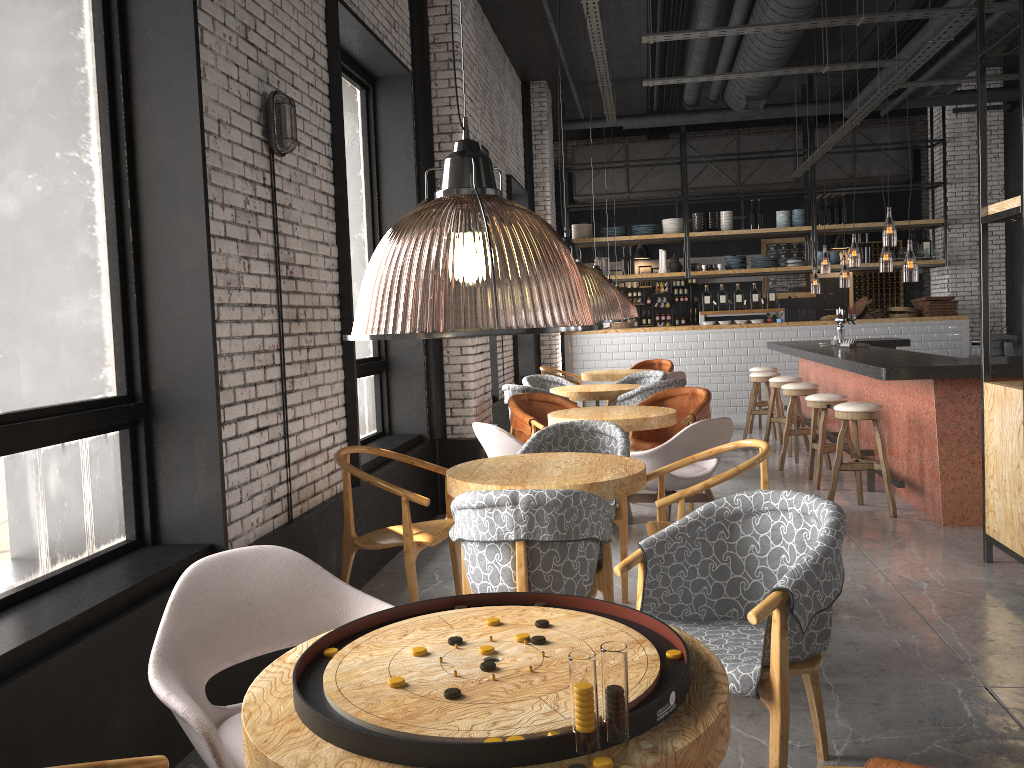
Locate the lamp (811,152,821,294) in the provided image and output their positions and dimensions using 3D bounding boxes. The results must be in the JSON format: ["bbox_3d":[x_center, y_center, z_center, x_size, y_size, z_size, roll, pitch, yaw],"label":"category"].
[{"bbox_3d":[3.417,-1.818,10.033,0.108,1.597,0.108,0,4,41],"label":"lamp"}]

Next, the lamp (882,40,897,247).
[{"bbox_3d":[2.933,-1.875,6.921,0.108,1.597,0.108,0,4,41],"label":"lamp"}]

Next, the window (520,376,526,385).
[{"bbox_3d":[-0.060,-1.337,12.109,0.365,2.694,1.536,-2,3,9],"label":"window"}]

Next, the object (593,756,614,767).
[{"bbox_3d":[0.141,0.588,1.372,0.032,0.010,0.032,-5,5,-30],"label":"object"}]

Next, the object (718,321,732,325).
[{"bbox_3d":[3.204,-0.922,13.352,0.216,0.059,0.324,-2,4,9],"label":"object"}]

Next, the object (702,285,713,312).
[{"bbox_3d":[3.012,-1.324,13.702,0.154,0.404,0.155,-2,3,8],"label":"object"}]

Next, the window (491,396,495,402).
[{"bbox_3d":[-0.542,-1.091,8.947,0.365,2.694,1.536,-2,3,9],"label":"window"}]

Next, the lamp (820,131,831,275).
[{"bbox_3d":[3.320,-1.971,9.441,0.108,1.597,0.108,0,4,41],"label":"lamp"}]

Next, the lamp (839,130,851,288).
[{"bbox_3d":[3.287,-1.754,8.796,0.108,1.597,0.108,-3,3,-9],"label":"lamp"}]

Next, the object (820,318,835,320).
[{"bbox_3d":[4.798,-0.984,13.338,0.276,0.019,0.514,-1,4,14],"label":"object"}]

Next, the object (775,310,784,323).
[{"bbox_3d":[3.980,-1.008,13.193,0.128,0.189,0.123,-1,3,18],"label":"object"}]

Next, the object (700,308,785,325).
[{"bbox_3d":[3.534,-0.863,13.649,1.250,0.551,0.315,-2,3,9],"label":"object"}]

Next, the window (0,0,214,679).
[{"bbox_3d":[-1.503,-0.600,2.632,0.365,2.694,1.536,-2,3,9],"label":"window"}]

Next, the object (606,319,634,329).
[{"bbox_3d":[1.659,-0.917,13.727,0.437,0.156,0.420,-4,4,-19],"label":"object"}]

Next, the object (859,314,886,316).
[{"bbox_3d":[5.363,-1.035,13.280,0.458,0.019,0.407,-4,4,-23],"label":"object"}]

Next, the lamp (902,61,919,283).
[{"bbox_3d":[2.864,-1.536,6.403,0.108,1.597,0.108,0,4,41],"label":"lamp"}]

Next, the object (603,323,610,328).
[{"bbox_3d":[1.524,-0.910,13.697,0.283,0.110,0.187,-6,5,-44],"label":"object"}]

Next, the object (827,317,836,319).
[{"bbox_3d":[4.790,-0.996,13.333,0.214,0.013,0.522,-2,4,5],"label":"object"}]

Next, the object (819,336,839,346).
[{"bbox_3d":[3.555,-0.503,10.116,0.200,0.106,0.767,-2,4,9],"label":"object"}]

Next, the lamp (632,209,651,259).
[{"bbox_3d":[2.439,-2.863,16.908,0.390,0.936,0.391,-2,3,11],"label":"lamp"}]

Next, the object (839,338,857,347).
[{"bbox_3d":[3.516,-0.435,9.288,0.091,0.091,0.178,-3,4,-16],"label":"object"}]

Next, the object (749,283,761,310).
[{"bbox_3d":[3.721,-1.345,13.588,0.154,0.404,0.155,-2,3,8],"label":"object"}]

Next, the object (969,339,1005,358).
[{"bbox_3d":[5.819,-0.028,10.858,0.399,1.034,0.398,1,4,44],"label":"object"}]

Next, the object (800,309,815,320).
[{"bbox_3d":[4.479,-1.055,13.431,0.181,0.168,0.170,-3,4,-11],"label":"object"}]

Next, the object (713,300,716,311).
[{"bbox_3d":[3.105,-1.201,13.612,0.032,0.163,0.080,-3,3,-20],"label":"object"}]

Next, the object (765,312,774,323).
[{"bbox_3d":[3.862,-0.997,13.283,0.122,0.165,0.112,1,4,43],"label":"object"}]

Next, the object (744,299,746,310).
[{"bbox_3d":[3.572,-1.216,13.563,0.031,0.163,0.046,0,4,34],"label":"object"}]

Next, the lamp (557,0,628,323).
[{"bbox_3d":[0.216,-1.478,4.049,0.537,2.403,0.537,-5,4,-39],"label":"lamp"}]

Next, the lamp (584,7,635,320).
[{"bbox_3d":[0.572,-1.659,6.387,0.537,2.403,0.537,-5,4,-39],"label":"lamp"}]

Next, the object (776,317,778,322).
[{"bbox_3d":[4.010,-1.006,13.317,0.122,0.165,0.112,-4,4,-27],"label":"object"}]

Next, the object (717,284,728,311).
[{"bbox_3d":[3.240,-1.330,13.658,0.154,0.404,0.155,-2,3,8],"label":"object"}]

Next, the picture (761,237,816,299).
[{"bbox_3d":[5.241,-2.194,16.814,0.980,1.141,0.021,-2,3,9],"label":"picture"}]

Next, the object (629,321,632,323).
[{"bbox_3d":[1.778,-0.930,13.727,0.161,0.075,0.160,-4,4,-28],"label":"object"}]

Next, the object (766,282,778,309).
[{"bbox_3d":[3.967,-1.353,13.554,0.154,0.404,0.155,-2,3,8],"label":"object"}]

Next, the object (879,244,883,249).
[{"bbox_3d":[6.776,-2.531,16.251,0.079,0.079,0.284,-2,4,9],"label":"object"}]

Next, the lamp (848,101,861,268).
[{"bbox_3d":[3.117,-1.868,8.107,0.108,1.597,0.108,0,4,41],"label":"lamp"}]

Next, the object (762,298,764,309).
[{"bbox_3d":[3.813,-1.222,13.503,0.024,0.163,0.062,-2,3,-1],"label":"object"}]

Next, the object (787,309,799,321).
[{"bbox_3d":[4.240,-1.041,13.375,0.181,0.168,0.170,-1,4,19],"label":"object"}]

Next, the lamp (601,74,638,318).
[{"bbox_3d":[0.928,-1.841,8.725,0.537,2.403,0.537,-5,4,-39],"label":"lamp"}]

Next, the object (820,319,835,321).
[{"bbox_3d":[4.837,-0.966,13.286,0.458,0.019,0.407,-6,5,-39],"label":"object"}]

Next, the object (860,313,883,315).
[{"bbox_3d":[5.335,-1.049,13.269,0.406,0.019,0.459,-1,4,22],"label":"object"}]

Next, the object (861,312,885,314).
[{"bbox_3d":[5.351,-1.067,13.277,0.458,0.019,0.407,-6,5,-38],"label":"object"}]

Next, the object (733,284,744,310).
[{"bbox_3d":[3.481,-1.338,13.629,0.154,0.404,0.155,-2,3,8],"label":"object"}]

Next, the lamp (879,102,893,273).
[{"bbox_3d":[3.145,-1.673,7.484,0.108,1.460,0.108,-3,3,-19],"label":"lamp"}]

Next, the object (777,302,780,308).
[{"bbox_3d":[4.052,-1.229,13.464,0.034,0.163,0.061,0,4,42],"label":"object"}]

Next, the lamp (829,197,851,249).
[{"bbox_3d":[6.036,-2.970,16.320,0.390,0.936,0.391,-2,3,11],"label":"lamp"}]

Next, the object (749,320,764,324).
[{"bbox_3d":[3.670,-0.937,13.285,0.216,0.060,0.324,-2,4,9],"label":"object"}]

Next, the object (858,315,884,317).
[{"bbox_3d":[5.371,-1.019,13.280,0.458,0.019,0.407,1,5,37],"label":"object"}]

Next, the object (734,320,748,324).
[{"bbox_3d":[3.444,-0.930,13.337,0.216,0.055,0.324,-2,4,9],"label":"object"}]

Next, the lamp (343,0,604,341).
[{"bbox_3d":[-0.129,-1.302,1.788,0.537,2.403,0.537,-5,4,-39],"label":"lamp"}]

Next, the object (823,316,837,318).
[{"bbox_3d":[4.798,-1.010,13.332,0.230,0.016,0.557,-1,4,15],"label":"object"}]

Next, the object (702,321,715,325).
[{"bbox_3d":[2.975,-0.915,13.400,0.216,0.055,0.324,-2,4,9],"label":"object"}]

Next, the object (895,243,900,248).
[{"bbox_3d":[7.059,-2.541,16.230,0.079,0.079,0.284,-2,4,9],"label":"object"}]

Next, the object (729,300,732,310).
[{"bbox_3d":[3.343,-1.209,13.592,0.077,0.163,0.039,-5,4,-37],"label":"object"}]

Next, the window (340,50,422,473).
[{"bbox_3d":[-1.023,-0.846,5.789,0.365,2.694,1.536,-2,3,9],"label":"window"}]

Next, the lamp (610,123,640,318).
[{"bbox_3d":[1.276,-2.018,11.013,0.537,2.403,0.537,-5,4,-39],"label":"lamp"}]
